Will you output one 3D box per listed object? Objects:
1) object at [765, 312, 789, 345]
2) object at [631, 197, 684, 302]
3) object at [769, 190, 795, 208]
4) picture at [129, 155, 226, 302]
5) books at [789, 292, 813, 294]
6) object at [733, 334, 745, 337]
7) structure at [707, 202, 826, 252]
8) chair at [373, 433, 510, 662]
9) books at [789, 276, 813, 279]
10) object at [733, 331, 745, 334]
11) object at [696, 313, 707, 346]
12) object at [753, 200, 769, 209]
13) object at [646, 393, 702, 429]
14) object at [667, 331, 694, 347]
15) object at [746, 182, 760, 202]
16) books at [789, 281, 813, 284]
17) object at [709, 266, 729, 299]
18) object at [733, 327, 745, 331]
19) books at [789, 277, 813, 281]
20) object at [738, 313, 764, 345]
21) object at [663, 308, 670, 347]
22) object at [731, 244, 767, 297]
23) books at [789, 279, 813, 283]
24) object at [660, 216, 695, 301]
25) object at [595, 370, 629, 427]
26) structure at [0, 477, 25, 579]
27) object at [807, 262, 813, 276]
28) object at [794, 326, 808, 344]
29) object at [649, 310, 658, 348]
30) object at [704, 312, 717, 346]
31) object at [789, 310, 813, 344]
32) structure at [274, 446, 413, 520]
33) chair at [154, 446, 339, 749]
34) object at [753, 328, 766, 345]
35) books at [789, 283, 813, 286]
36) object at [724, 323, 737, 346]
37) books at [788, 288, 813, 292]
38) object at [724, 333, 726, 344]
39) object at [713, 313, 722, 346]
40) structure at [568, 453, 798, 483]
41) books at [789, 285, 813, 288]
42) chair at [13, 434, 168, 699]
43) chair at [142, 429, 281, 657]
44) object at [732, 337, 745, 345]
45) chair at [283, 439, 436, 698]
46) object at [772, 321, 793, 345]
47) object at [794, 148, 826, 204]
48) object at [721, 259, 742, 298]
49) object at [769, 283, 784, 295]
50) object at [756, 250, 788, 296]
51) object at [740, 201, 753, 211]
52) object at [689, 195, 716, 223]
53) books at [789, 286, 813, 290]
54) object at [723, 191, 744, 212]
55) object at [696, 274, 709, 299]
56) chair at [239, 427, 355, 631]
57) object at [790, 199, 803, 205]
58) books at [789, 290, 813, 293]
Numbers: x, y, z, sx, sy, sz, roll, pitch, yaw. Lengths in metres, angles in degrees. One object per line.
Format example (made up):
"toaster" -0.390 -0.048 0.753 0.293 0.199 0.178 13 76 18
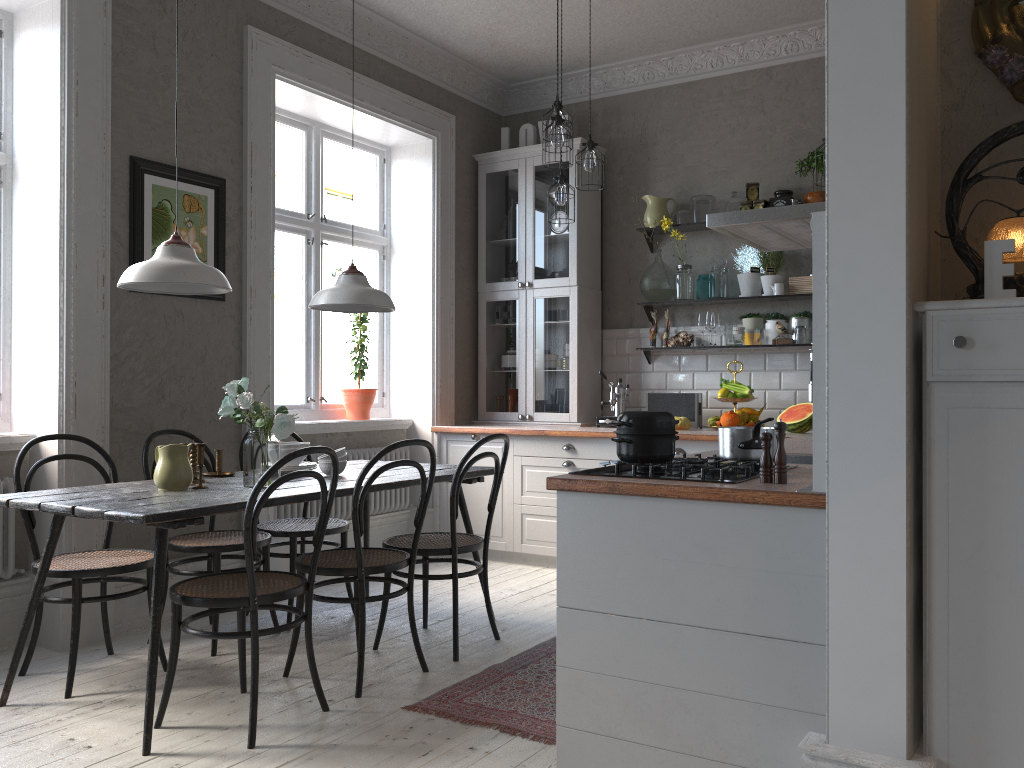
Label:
"object" 1.638 -0.343 5.500 0.150 0.214 0.170 0 0 -28
"object" 0.934 -0.872 5.802 0.334 0.674 0.338 0 0 0
"object" 1.673 -1.104 5.458 0.139 0.174 0.145 0 0 32
"picture" -1.586 -0.725 4.236 0.019 0.619 0.531 0 0 33
"books" 1.824 -0.541 5.344 0.256 0.011 0.161 0 0 35
"object" 1.404 -0.281 5.482 0.076 0.051 0.078 0 0 25
"structure" 1.233 -1.389 3.495 0.699 1.595 0.725 0 0 32
"chair" -0.292 0.666 3.807 0.539 0.920 0.446 0 0 29
"books" 1.824 -0.639 5.345 0.256 0.011 0.161 0 -1 38
"object" 1.404 -0.298 5.482 0.079 0.051 0.075 0 -1 -39
"object" 1.230 -0.345 5.714 0.081 0.217 0.083 0 0 18
"object" 1.542 -1.074 5.478 0.081 0.113 0.084 0 -1 42
"object" 1.028 0.169 5.629 0.345 0.226 0.090 0 0 32
"object" 1.094 -0.291 5.749 0.175 0.111 0.097 0 0 9
"object" 1.493 -1.186 5.499 0.082 0.113 0.083 0 0 12
"books" 1.824 -0.607 5.344 0.256 0.011 0.161 0 -1 38
"object" 1.307 -0.636 5.583 0.127 0.206 0.122 0 0 -35
"object" 1.404 -0.324 5.482 0.076 0.051 0.078 0 0 18
"books" 1.824 -0.628 5.345 0.255 0.016 0.161 0 -1 41
"object" 1.503 -0.347 5.572 0.155 0.217 0.157 0 0 12
"object" 1.021 -0.365 5.824 0.062 0.264 0.052 0 0 -22
"object" 1.512 -0.711 5.565 0.239 0.354 0.239 0 -1 -40
"books" 1.824 -0.618 5.344 0.255 0.016 0.161 0 -1 44
"object" 1.056 -0.805 5.674 0.188 0.540 0.285 0 0 24
"object" 0.655 0.097 5.754 0.202 0.370 0.360 0 0 32
"structure" -2.423 0.598 3.234 0.146 0.428 1.246 0 0 31
"object" 1.843 -0.787 5.329 0.129 0.287 0.132 0 0 17
"object" 1.734 -0.293 5.314 0.076 0.108 0.079 0 0 26
"object" 0.942 -0.365 5.891 0.053 0.264 0.061 0 0 3
"object" 1.253 -0.346 5.587 0.081 0.217 0.083 0 0 18
"object" 1.781 -0.342 5.422 0.156 0.213 0.156 0 0 30
"structure" -1.031 0.616 5.410 0.146 0.428 1.246 0 0 31
"chair" -0.863 0.659 2.940 0.539 0.920 0.446 0 0 29
"object" 1.531 -0.293 5.470 0.076 0.108 0.079 0 0 26
"books" 1.824 -0.596 5.344 0.256 0.011 0.161 0 0 35
"object" 1.371 -0.307 5.554 0.078 0.139 0.079 0 0 5
"books" 1.824 -0.564 5.344 0.255 0.016 0.161 0 -1 44
"object" 1.386 -0.279 5.634 0.079 0.083 0.076 0 -1 -40
"object" 1.300 -0.345 5.666 0.081 0.217 0.083 0 0 18
"structure" 0.532 0.244 2.663 0.487 0.031 0.617 0 0 32
"books" 1.824 -0.585 5.344 0.256 0.011 0.161 0 -1 38
"chair" -1.633 0.661 3.432 0.538 0.920 0.447 0 -1 40
"chair" -1.331 0.665 3.910 0.539 0.920 0.446 0 0 29
"object" 1.404 -0.264 5.482 0.076 0.051 0.078 0 0 25
"chair" -0.573 0.663 3.401 0.538 0.920 0.447 0 -1 40
"object" 1.652 -0.310 5.386 0.118 0.147 0.100 0 0 0
"object" 1.842 -1.217 5.299 0.246 0.397 0.256 0 0 -33
"object" 1.409 -0.664 5.701 0.129 0.264 0.134 0 -1 38
"object" 1.615 -0.571 5.362 0.064 0.071 0.104 0 0 -28
"object" 1.595 -0.724 5.452 0.185 0.380 0.168 0 0 -7
"object" 1.471 -1.074 5.526 0.081 0.113 0.084 0 0 32
"object" 1.225 -1.108 5.686 0.174 0.184 0.170 0 0 -19
"books" 1.824 -0.574 5.344 0.255 0.016 0.161 0 -1 41
"object" 1.426 -1.125 5.676 0.141 0.220 0.139 0 0 -8
"object" 1.252 -0.619 5.723 0.123 0.172 0.128 0 0 36
"chair" -1.049 0.668 4.319 0.537 0.920 0.447 0 -1 45
"object" 1.712 -1.066 5.316 0.091 0.096 0.076 0 0 33
"books" 1.824 -0.553 5.344 0.256 0.011 0.161 0 -1 38
